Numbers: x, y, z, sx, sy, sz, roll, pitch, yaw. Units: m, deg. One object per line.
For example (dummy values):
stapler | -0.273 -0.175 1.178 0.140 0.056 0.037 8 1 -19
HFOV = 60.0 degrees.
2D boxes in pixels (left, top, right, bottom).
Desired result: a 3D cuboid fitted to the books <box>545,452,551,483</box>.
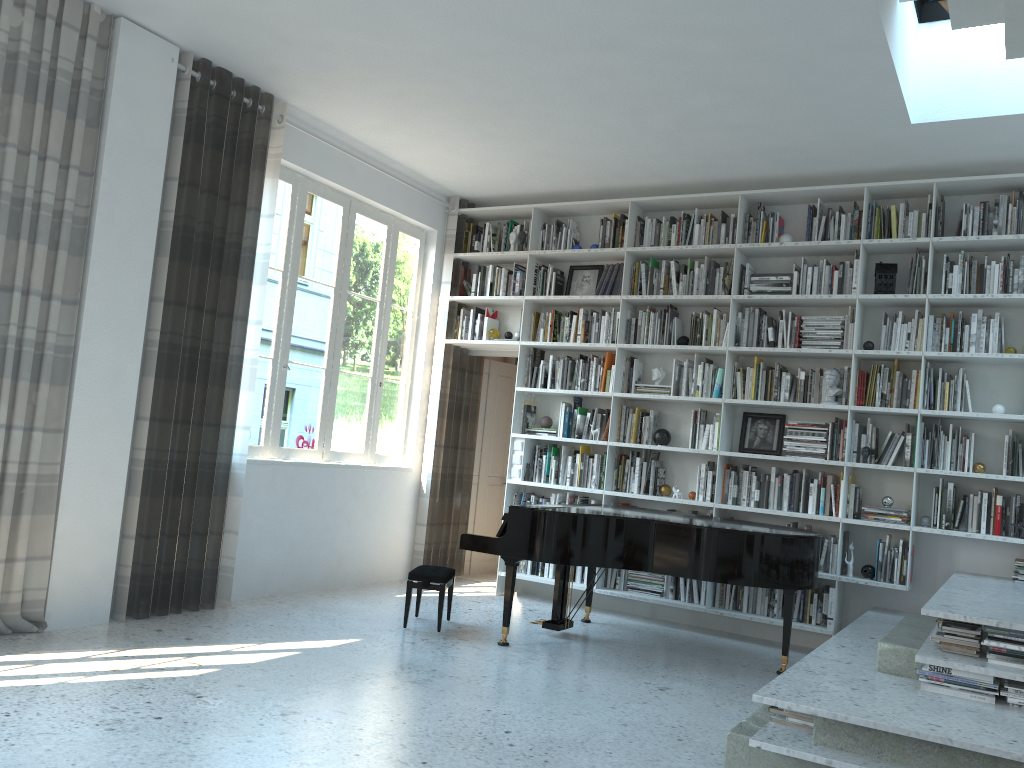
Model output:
books | 0.318 0.667 7.029 0.009 0.244 0.185 3 -4 30

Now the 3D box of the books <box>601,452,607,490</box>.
books | 0.736 0.669 6.793 0.014 0.286 0.179 3 -4 30

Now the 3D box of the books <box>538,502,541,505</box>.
books | 0.252 1.047 7.025 0.028 0.223 0.189 3 -4 30

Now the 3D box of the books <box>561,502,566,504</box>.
books | 0.413 1.050 6.963 0.031 0.238 0.132 3 -4 30

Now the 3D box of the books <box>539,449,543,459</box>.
books | 0.250 0.655 7.079 0.007 0.264 0.177 3 -4 30

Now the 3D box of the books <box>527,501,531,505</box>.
books | 0.166 1.044 7.078 0.022 0.220 0.187 3 -4 30

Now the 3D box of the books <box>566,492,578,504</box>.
books | 0.459 1.007 6.912 0.014 0.325 0.171 3 -4 30

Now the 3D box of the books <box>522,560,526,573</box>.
books | 0.135 1.389 7.066 0.022 0.226 0.155 3 -4 30

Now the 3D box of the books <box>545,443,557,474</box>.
books | 0.311 0.633 7.055 0.006 0.314 0.145 3 -4 30

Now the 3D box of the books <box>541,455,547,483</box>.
books | 0.292 0.680 7.050 0.015 0.216 0.180 3 -4 30

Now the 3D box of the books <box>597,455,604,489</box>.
books | 0.697 0.682 6.836 0.013 0.260 0.142 3 -4 30

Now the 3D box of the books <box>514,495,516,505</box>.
books | 0.055 1.023 7.170 0.012 0.254 0.161 3 -4 30

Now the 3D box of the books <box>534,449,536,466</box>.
books | 0.219 0.642 7.120 0.016 0.289 0.152 3 -4 30

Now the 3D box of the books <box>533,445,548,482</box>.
books | 0.229 0.639 7.106 0.014 0.294 0.171 3 -4 30

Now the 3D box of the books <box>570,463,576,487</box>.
books | 0.510 0.709 6.918 0.029 0.181 0.190 3 -4 30

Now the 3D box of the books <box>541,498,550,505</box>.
books | 0.272 1.031 7.018 0.013 0.256 0.189 3 -4 30

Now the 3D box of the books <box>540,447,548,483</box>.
books | 0.276 0.649 7.070 0.008 0.279 0.164 3 -4 30

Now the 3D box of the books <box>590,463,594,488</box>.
books | 0.653 0.712 6.861 0.023 0.194 0.140 3 -4 30

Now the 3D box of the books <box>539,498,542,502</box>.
books | 0.249 1.037 7.067 0.022 0.248 0.134 3 -4 30

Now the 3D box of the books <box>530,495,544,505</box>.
books | 0.193 1.023 7.072 0.029 0.266 0.172 3 -4 30

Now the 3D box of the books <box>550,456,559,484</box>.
books | 0.357 0.683 7.011 0.015 0.219 0.190 3 -4 30

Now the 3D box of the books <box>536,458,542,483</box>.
books | 0.250 0.690 7.056 0.019 0.189 0.193 3 -4 30

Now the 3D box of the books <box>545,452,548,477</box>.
books | 0.315 0.669 7.046 0.014 0.243 0.171 3 -4 30

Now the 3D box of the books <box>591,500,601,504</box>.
books | 0.639 1.037 6.833 0.025 0.287 0.131 3 -4 30

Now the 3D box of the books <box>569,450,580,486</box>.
books | 0.501 0.659 6.940 0.014 0.281 0.150 3 -4 30

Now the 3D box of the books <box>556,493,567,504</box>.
books | 0.376 1.012 6.964 0.039 0.307 0.172 3 -4 30

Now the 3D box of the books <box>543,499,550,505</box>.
books | 0.280 1.033 7.008 0.010 0.252 0.178 3 -4 30

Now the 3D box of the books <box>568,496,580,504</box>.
books | 0.473 1.023 6.912 0.012 0.295 0.176 3 -4 30

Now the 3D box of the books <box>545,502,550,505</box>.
books | 0.301 1.047 7.009 0.028 0.229 0.158 3 -4 30

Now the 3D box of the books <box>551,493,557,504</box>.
books | 0.346 1.016 7.001 0.027 0.299 0.142 3 -4 30

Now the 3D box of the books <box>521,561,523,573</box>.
books | 0.128 1.343 7.081 0.011 0.318 0.158 3 -4 30

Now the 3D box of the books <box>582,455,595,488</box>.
books | 0.603 0.681 6.874 0.028 0.249 0.159 3 -4 30

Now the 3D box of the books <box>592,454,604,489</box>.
books | 0.674 0.676 6.828 0.021 0.265 0.185 3 -4 30

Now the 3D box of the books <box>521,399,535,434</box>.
books | 0.128 0.274 7.218 0.012 0.285 0.159 3 -4 30

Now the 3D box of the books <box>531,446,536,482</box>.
books | 0.209 0.644 7.127 0.008 0.285 0.159 3 -4 30

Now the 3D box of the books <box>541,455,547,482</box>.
books | 0.286 0.680 7.068 0.015 0.218 0.176 3 -4 30

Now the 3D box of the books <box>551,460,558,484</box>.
books | 0.367 0.698 6.998 0.016 0.188 0.183 3 -4 30

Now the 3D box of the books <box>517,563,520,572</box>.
books | 0.080 1.353 7.103 0.044 0.293 0.181 3 -4 30

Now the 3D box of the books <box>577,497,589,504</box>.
books | 0.541 1.025 6.877 0.013 0.301 0.173 3 -4 30

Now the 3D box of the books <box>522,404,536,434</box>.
books | 0.138 0.295 7.198 0.028 0.243 0.157 3 -4 30

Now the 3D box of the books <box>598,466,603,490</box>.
books | 0.717 0.722 6.820 0.041 0.181 0.142 3 -4 30

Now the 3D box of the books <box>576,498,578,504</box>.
books | 0.528 1.029 6.889 0.022 0.290 0.137 3 -4 30

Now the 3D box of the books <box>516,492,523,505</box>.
books | 0.076 1.010 7.125 0.011 0.277 0.189 3 -4 30

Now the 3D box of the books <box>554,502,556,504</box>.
books | 0.360 1.050 6.992 0.012 0.232 0.148 3 -4 30

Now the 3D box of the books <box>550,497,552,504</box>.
books | 0.331 1.028 7.017 0.013 0.273 0.146 3 -4 30

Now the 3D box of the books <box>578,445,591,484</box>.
books | 0.563 0.642 6.905 0.021 0.322 0.172 3 -4 30

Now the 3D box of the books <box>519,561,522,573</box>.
books | 0.111 1.379 7.090 0.024 0.246 0.143 3 -4 30

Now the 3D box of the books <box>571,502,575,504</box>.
books | 0.497 1.047 6.916 0.029 0.254 0.153 3 -4 30

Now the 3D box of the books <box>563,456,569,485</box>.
books | 0.459 0.685 6.982 0.045 0.230 0.138 3 -4 30

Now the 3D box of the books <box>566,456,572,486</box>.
books | 0.482 0.685 6.950 0.027 0.229 0.159 3 -4 30

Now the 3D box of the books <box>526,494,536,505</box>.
books | 0.144 1.018 7.118 0.010 0.273 0.150 3 -4 30

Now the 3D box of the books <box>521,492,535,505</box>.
books | 0.107 1.009 7.117 0.052 0.283 0.172 3 -4 30

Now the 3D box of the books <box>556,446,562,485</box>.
books | 0.410 0.644 6.980 0.019 0.300 0.180 3 -4 30

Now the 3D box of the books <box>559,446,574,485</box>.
books | 0.429 0.644 6.983 0.012 0.306 0.189 3 -4 30

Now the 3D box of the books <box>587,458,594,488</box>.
books | 0.632 0.694 6.872 0.025 0.229 0.153 3 -4 30

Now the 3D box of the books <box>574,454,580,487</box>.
books | 0.543 0.676 6.916 0.026 0.254 0.176 3 -4 30

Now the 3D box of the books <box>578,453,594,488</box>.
books | 0.577 0.673 6.884 0.028 0.260 0.181 3 -4 30

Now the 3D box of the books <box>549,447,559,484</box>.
books | 0.348 0.648 7.013 0.007 0.286 0.182 3 -4 30
